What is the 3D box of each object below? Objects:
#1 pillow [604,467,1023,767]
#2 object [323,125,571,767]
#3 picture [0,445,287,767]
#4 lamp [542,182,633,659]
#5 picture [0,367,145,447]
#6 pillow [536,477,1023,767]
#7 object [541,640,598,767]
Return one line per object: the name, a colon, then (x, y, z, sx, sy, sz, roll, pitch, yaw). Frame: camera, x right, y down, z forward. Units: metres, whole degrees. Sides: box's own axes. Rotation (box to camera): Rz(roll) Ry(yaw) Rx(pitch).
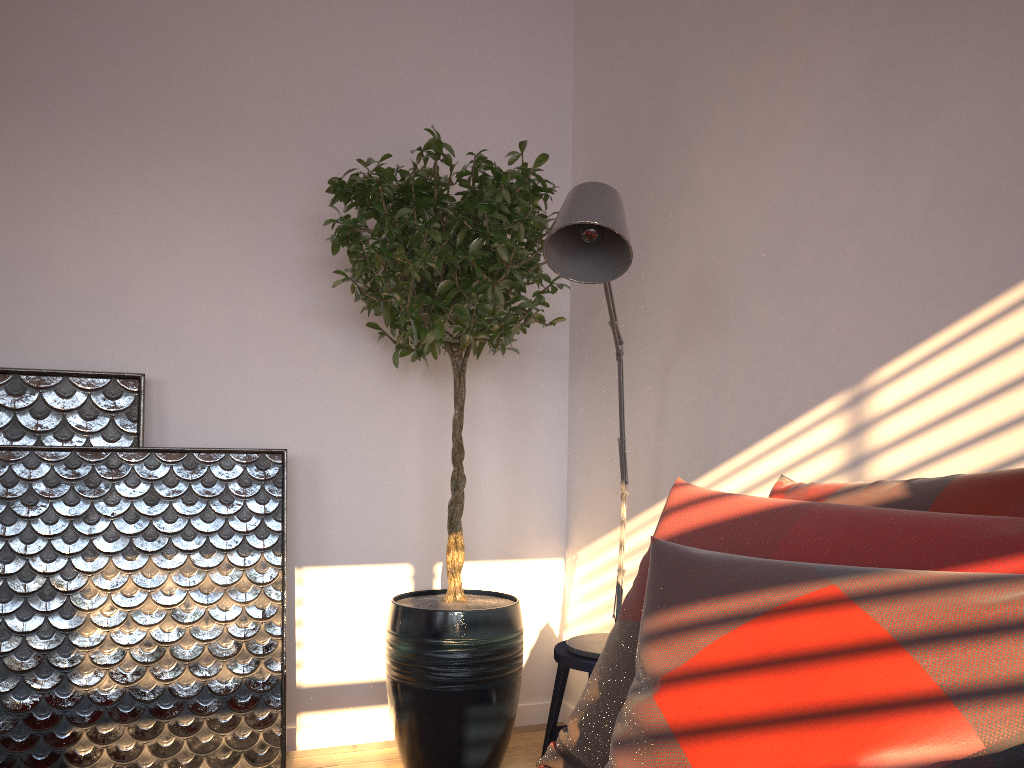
pillow: (0.563, 0.422, 0.811, 1.145, 0.732, 2.146, 2, -4, -23)
object: (-0.224, 0.223, 2.846, 0.801, 2.016, 0.813, 1, -2, -18)
picture: (-1.190, 0.696, 2.600, 1.026, 1.025, 0.210, 2, -2, -22)
lamp: (0.216, 0.144, 2.197, 0.279, 1.125, 0.790, 0, -2, 19)
picture: (-1.730, 0.567, 2.509, 1.249, 1.250, 0.172, 2, -1, -22)
pillow: (0.565, 0.400, 0.899, 0.528, 0.550, 1.817, 2, -4, -21)
object: (0.279, 0.965, 2.419, 0.342, 0.479, 0.338, 2, -2, -22)
